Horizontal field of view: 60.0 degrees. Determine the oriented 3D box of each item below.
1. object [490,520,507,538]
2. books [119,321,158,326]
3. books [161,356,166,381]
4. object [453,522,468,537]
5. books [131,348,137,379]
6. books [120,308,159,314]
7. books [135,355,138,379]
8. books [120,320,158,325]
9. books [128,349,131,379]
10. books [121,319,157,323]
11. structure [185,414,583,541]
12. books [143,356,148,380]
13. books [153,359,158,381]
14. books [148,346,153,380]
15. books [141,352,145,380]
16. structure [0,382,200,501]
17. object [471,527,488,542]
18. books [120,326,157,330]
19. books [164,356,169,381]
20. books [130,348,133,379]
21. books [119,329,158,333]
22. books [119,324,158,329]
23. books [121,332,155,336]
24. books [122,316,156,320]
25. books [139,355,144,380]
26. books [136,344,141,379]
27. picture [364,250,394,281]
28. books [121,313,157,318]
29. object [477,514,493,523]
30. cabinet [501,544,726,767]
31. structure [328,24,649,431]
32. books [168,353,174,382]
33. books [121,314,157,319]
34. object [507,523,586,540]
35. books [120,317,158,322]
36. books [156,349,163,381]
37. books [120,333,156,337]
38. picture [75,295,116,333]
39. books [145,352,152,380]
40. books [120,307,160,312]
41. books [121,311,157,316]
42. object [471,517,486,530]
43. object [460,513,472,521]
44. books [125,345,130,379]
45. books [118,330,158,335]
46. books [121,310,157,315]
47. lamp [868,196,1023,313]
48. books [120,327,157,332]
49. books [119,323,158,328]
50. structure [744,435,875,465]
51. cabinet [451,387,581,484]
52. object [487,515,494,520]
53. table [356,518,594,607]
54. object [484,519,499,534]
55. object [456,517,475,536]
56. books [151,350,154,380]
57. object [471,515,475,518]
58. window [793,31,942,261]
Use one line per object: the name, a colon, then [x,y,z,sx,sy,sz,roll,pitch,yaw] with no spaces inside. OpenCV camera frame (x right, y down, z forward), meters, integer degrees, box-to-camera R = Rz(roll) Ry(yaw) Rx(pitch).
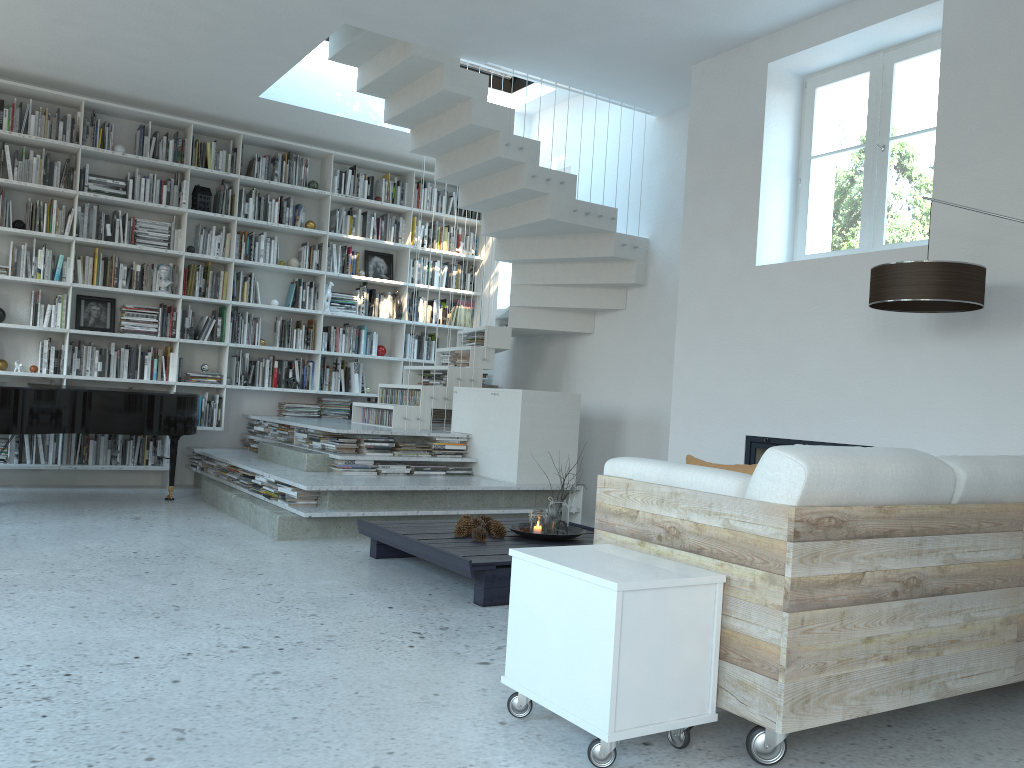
object: [-0.072,0.775,4.704,0.083,0.100,0.092,4,-1,-28]
books: [-3.170,-0.507,7.526,0.285,0.012,0.159,4,-1,-31]
books: [-3.007,-0.133,7.623,0.042,0.212,0.169,4,-1,-33]
object: [-0.268,0.768,4.643,0.082,0.085,0.082,4,-1,-18]
books: [-3.209,-0.174,7.496,0.028,0.264,0.161,4,-1,-33]
books: [-3.163,-0.616,7.527,0.285,0.012,0.159,4,-1,-31]
books: [-3.199,-0.142,7.521,0.021,0.203,0.128,4,-1,-33]
books: [-3.166,-0.519,7.520,0.285,0.012,0.159,4,-1,-28]
books: [-3.244,-0.170,7.494,0.011,0.251,0.158,4,-1,-33]
books: [-3.165,-0.531,7.521,0.254,0.012,0.161,4,-1,-38]
structure: [-0.951,0.685,7.298,2.900,0.659,3.112,4,-1,-33]
books: [-3.130,-0.138,7.548,0.023,0.204,0.167,4,-1,-33]
books: [-3.066,-0.122,7.584,0.023,0.183,0.169,4,-1,-33]
books: [-3.099,-0.180,7.581,0.014,0.294,0.137,4,-1,-33]
books: [-3.152,-0.154,7.548,0.014,0.235,0.154,4,-1,-33]
structure: [-3.171,0.432,6.228,1.919,0.833,1.334,4,-1,-33]
object: [-0.162,0.770,4.523,0.081,0.083,0.098,4,-1,-28]
books: [-3.169,-0.472,7.520,0.254,0.012,0.161,4,-1,-38]
books: [-2.985,-0.133,7.638,0.011,0.216,0.166,4,-1,-33]
books: [-3.229,-0.174,7.491,0.010,0.261,0.181,4,-1,-33]
books: [-3.176,-0.448,7.528,0.285,0.012,0.159,4,-1,-34]
books: [-3.175,-0.484,7.530,0.285,0.012,0.159,4,-1,-33]
books: [-3.176,-0.424,7.525,0.254,0.012,0.161,4,-1,-31]
books: [-3.166,-0.555,7.525,0.254,0.012,0.161,4,-1,-30]
books: [-3.163,-0.142,7.529,0.024,0.207,0.183,4,-1,-33]
books: [-3.177,-0.187,7.521,0.012,0.296,0.177,4,-1,-33]
picture: [-1.313,-1.153,8.756,0.300,0.300,0.077,4,-1,-33]
books: [-3.163,-0.580,7.523,0.254,0.012,0.161,4,-1,-37]
object: [-0.149,0.765,4.863,0.099,0.102,0.097,3,-1,28]
cabinet: [0.269,0.743,2.502,0.380,0.487,0.502,4,-1,-33]
structure: [-0.524,-0.990,7.062,2.614,3.382,1.953,4,-1,-33]
books: [-2.954,-0.146,7.652,0.033,0.246,0.176,4,-1,-33]
books: [-3.165,-0.567,7.524,0.254,0.012,0.161,4,-1,-36]
object: [0.185,0.802,4.805,0.429,0.038,0.429,3,-1,8]
books: [-3.164,-0.543,7.520,0.285,0.012,0.159,4,-1,-28]
books: [-3.040,-0.165,7.614,0.026,0.272,0.175,4,-1,-33]
books: [-3.174,-0.412,7.522,0.254,0.012,0.161,4,-1,-37]
picture: [-3.471,-0.580,7.391,0.300,0.300,0.077,4,-1,-33]
books: [-3.110,-0.151,7.561,0.023,0.234,0.174,4,-1,-33]
books: [-3.159,-0.628,7.521,0.285,0.012,0.159,4,-1,-38]
books: [-3.164,-0.592,7.525,0.254,0.012,0.161,4,-1,-36]
object: [-0.189,0.761,4.752,0.094,0.108,0.108,3,-1,25]
object: [-0.248,0.750,4.801,0.090,0.106,0.097,4,-1,-11]
books: [-3.257,-0.188,7.493,0.014,0.286,0.134,4,-1,-33]
books: [-3.171,-0.436,7.519,0.285,0.012,0.159,4,-1,-38]
books: [-3.162,-0.604,7.523,0.254,0.012,0.161,4,-1,-37]
lamp: [2.217,0.152,3.597,1.558,1.965,0.470,3,-1,43]
books: [-3.170,-0.460,7.520,0.285,0.012,0.159,4,-1,-28]
books: [-3.172,-0.495,7.528,0.285,0.012,0.159,4,-1,-32]
structure: [1.988,0.629,5.028,0.735,0.584,1.210,4,-1,-36]
cabinet: [-0.011,0.379,6.784,0.551,0.668,0.992,4,-1,-33]
object: [-0.125,0.776,4.922,0.078,0.101,0.086,3,-1,31]
table: [-0.003,0.910,4.761,1.270,0.218,1.257,4,-1,-33]
object: [-0.115,0.775,4.804,0.106,0.086,0.091,4,-1,-19]
object: [-0.253,0.762,4.717,0.114,0.101,0.110,3,-1,40]
books: [-3.092,-0.160,7.595,0.014,0.256,0.145,4,-1,-33]
object: [-0.215,0.778,4.952,0.078,0.084,0.098,4,-1,-32]
window: [2.067,-1.295,5.045,0.072,1.226,1.117,4,-1,-33]
